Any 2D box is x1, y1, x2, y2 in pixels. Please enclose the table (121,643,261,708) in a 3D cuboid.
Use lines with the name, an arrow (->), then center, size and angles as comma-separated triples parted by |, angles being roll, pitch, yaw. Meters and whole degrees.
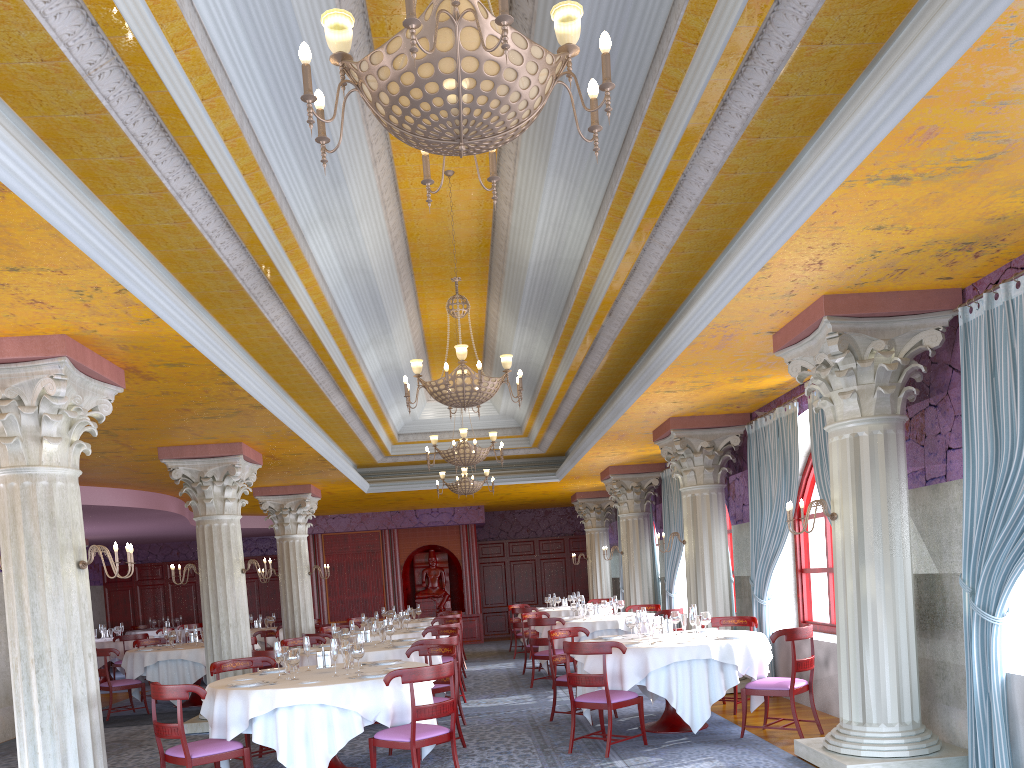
table -> -5.150, 4.723, 13.899 | 2.077, 0.950, 2.136 | -3, -10, -2

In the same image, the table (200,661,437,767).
table -> -1.701, 3.126, 7.825 | 2.077, 0.950, 2.136 | -3, -10, -2

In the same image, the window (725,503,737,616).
window -> 3.580, 2.587, 14.092 | 0.160, 2.530, 3.634 | -4, -8, -4

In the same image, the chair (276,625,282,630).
chair -> -4.465, 5.396, 17.327 | 0.653, 1.092, 0.744 | -5, -3, 42

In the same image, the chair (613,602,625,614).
chair -> 2.100, 5.122, 18.066 | 0.653, 1.092, 0.744 | -5, -3, 42

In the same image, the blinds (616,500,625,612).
blinds -> 2.665, 4.250, 19.785 | 0.244, 3.525, 1.709 | -4, 0, -3

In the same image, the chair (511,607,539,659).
chair -> 0.374, 5.218, 17.980 | 0.757, 1.092, 0.642 | -6, -3, 42

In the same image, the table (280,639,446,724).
table -> -1.868, 3.857, 11.029 | 2.077, 0.950, 2.136 | -3, -10, -2

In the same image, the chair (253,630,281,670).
chair -> -4.333, 4.819, 14.800 | 0.757, 1.092, 0.642 | -6, -3, 42

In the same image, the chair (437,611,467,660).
chair -> -1.385, 5.407, 18.296 | 0.757, 1.092, 0.642 | -6, -3, 42

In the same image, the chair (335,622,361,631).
chair -> -3.021, 5.109, 16.482 | 0.757, 1.092, 0.642 | -6, -3, 42

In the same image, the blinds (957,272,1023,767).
blinds -> 3.410, 1.002, 5.563 | 0.244, 3.524, 1.758 | -4, -1, -3

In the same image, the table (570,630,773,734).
table -> 1.702, 3.200, 9.168 | 2.077, 0.950, 2.136 | -3, -10, -2

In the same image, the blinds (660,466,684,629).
blinds -> 2.910, 3.179, 15.096 | 0.244, 3.525, 1.709 | -4, 0, -3

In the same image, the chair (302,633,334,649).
chair -> -2.847, 4.353, 13.171 | 0.757, 1.092, 0.642 | -6, -3, 42

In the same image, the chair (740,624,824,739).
chair -> 2.610, 2.901, 8.342 | 0.653, 1.092, 0.744 | -5, -3, 42

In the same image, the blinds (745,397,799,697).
blinds -> 3.162, 2.083, 10.298 | 0.244, 3.525, 1.709 | -4, 0, -3

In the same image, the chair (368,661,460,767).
chair -> -0.793, 2.827, 6.998 | 0.653, 1.092, 0.744 | -5, -3, 42

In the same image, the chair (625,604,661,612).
chair -> 2.260, 4.426, 15.019 | 0.757, 1.092, 0.642 | -6, -3, 42

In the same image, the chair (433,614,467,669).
chair -> -1.294, 5.012, 16.568 | 0.653, 1.092, 0.744 | -5, -3, 42

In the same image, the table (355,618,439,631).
table -> -2.202, 5.311, 17.395 | 2.077, 0.950, 2.136 | -3, -10, -2

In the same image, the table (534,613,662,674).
table -> 1.443, 4.330, 14.117 | 2.077, 0.950, 2.136 | -3, -10, -2

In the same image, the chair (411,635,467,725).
chair -> -0.961, 3.559, 10.202 | 0.653, 1.092, 0.744 | -5, -3, 42

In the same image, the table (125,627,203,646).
table -> -9.170, 7.000, 22.830 | 2.077, 0.950, 2.136 | -3, -10, -2

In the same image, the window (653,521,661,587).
window -> 3.331, 3.671, 18.841 | 0.160, 2.530, 3.634 | -4, -8, -4

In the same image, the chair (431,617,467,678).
chair -> -1.211, 4.651, 14.985 | 0.757, 1.092, 0.642 | -6, -3, 42

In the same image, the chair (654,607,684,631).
chair -> 2.351, 4.031, 13.291 | 0.653, 1.092, 0.744 | -5, -3, 42

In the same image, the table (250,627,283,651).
table -> -5.373, 5.694, 18.154 | 2.077, 0.950, 2.136 | -3, -10, -2

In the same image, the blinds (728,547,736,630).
blinds -> 3.015, 2.721, 13.091 | 0.244, 3.525, 1.711 | -4, 0, -5

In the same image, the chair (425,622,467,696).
chair -> -1.121, 4.256, 13.256 | 0.653, 1.092, 0.744 | -5, -3, 42

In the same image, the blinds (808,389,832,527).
blinds -> 3.267, 1.625, 8.293 | 0.244, 3.525, 1.711 | -4, 0, -5

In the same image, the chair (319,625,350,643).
chair -> -2.938, 4.747, 14.899 | 0.653, 1.092, 0.744 | -5, -3, 42

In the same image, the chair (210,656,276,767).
chair -> -2.610, 3.318, 8.641 | 0.653, 1.092, 0.744 | -5, -3, 42

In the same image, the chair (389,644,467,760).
chair -> -0.884, 3.222, 8.727 | 0.757, 1.092, 0.642 | -6, -3, 42

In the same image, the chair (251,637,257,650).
chair -> -4.242, 4.424, 13.072 | 0.653, 1.092, 0.744 | -5, -3, 42

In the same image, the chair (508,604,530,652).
chair -> 0.284, 5.613, 19.709 | 0.653, 1.092, 0.744 | -5, -3, 42

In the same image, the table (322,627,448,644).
table -> -2.028, 4.555, 14.083 | 2.077, 0.950, 2.136 | -3, -10, -2

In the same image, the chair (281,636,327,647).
chair -> -2.777, 4.050, 11.845 | 0.653, 1.092, 0.744 | -5, -3, 42

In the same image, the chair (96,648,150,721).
chair -> -5.968, 4.520, 12.986 | 0.757, 1.092, 0.642 | -6, -3, 42

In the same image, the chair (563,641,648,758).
chair -> 0.884, 2.998, 8.256 | 0.757, 1.092, 0.642 | -6, -3, 42

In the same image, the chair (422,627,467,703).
chair -> -1.051, 3.953, 11.931 | 0.757, 1.092, 0.642 | -6, -3, 42

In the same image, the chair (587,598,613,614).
chair -> 2.010, 5.516, 19.794 | 0.757, 1.092, 0.642 | -6, -3, 42

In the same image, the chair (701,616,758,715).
chair -> 2.519, 3.296, 10.070 | 0.757, 1.092, 0.642 | -6, -3, 42

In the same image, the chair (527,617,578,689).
chair -> 0.624, 4.128, 13.205 | 0.757, 1.092, 0.642 | -6, -3, 42

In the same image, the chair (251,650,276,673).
chair -> -2.687, 3.655, 10.116 | 0.757, 1.092, 0.642 | -6, -3, 42

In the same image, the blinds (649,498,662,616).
blinds -> 2.770, 3.792, 17.780 | 0.244, 3.525, 1.711 | -4, 0, -5

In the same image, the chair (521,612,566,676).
chair -> 0.534, 4.522, 14.934 | 0.653, 1.092, 0.744 | -5, -3, 42

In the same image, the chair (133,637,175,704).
chair -> -6.059, 4.915, 14.715 | 0.653, 1.092, 0.744 | -5, -3, 42

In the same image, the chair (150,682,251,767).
chair -> -2.519, 2.924, 6.913 | 0.757, 1.092, 0.642 | -6, -3, 42

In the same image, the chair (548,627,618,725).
chair -> 0.793, 3.392, 9.985 | 0.653, 1.092, 0.744 | -5, -3, 42

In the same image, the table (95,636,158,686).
table -> -8.715, 5.965, 18.361 | 2.077, 0.950, 2.136 | -3, -10, -2

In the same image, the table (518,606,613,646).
table -> 1.193, 5.420, 18.893 | 2.077, 0.950, 2.136 | -3, -10, -2
